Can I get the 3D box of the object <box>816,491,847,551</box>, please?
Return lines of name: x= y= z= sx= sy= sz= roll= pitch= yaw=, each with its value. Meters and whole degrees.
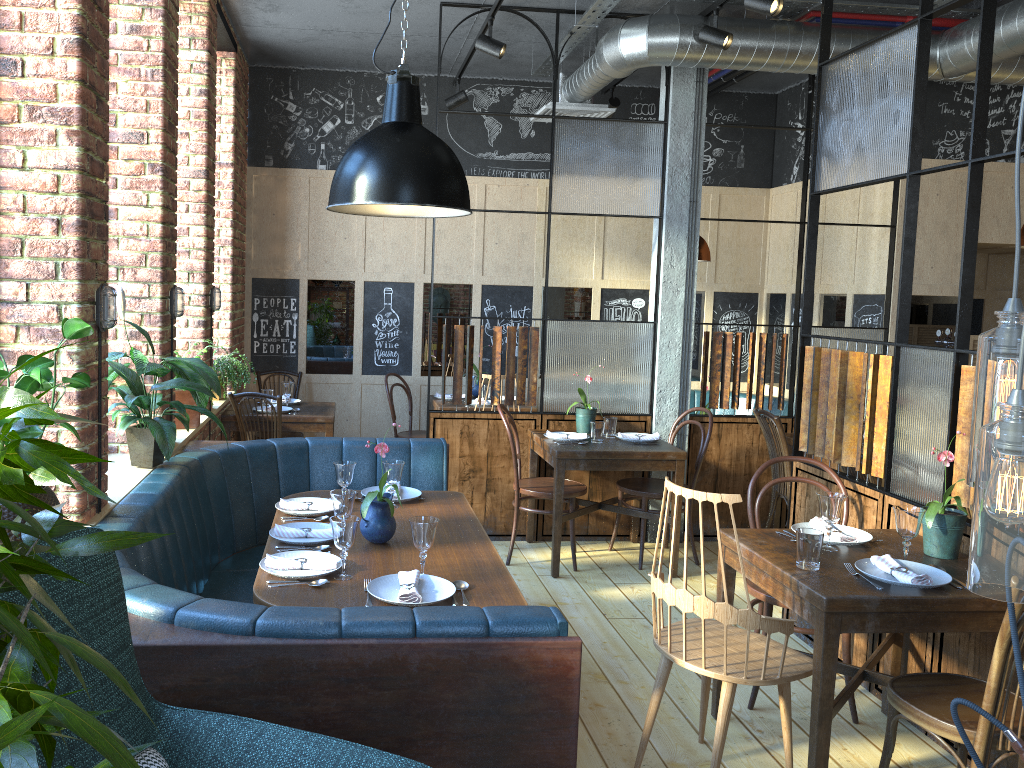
object: x=1.102 y=0.477 z=3.057 sx=0.103 sy=0.191 sz=0.094 roll=6 pitch=6 yaw=39

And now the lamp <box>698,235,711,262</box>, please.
lamp: x=1.276 y=-1.554 z=6.329 sx=0.352 sy=1.332 sz=0.385 roll=-1 pitch=6 yaw=-36

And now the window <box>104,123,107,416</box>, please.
window: x=-0.460 y=-0.641 z=1.920 sx=3.279 sy=2.425 sz=8.955 roll=-3 pitch=7 yaw=-42

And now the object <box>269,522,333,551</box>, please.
object: x=-0.753 y=0.543 z=3.221 sx=0.268 sy=0.051 sz=0.328 roll=1 pitch=6 yaw=-5

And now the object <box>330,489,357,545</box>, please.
object: x=-0.607 y=0.482 z=3.165 sx=0.102 sy=0.191 sz=0.095 roll=4 pitch=5 yaw=21

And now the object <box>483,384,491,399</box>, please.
object: x=-0.202 y=0.061 z=7.109 sx=0.082 sy=0.119 sz=0.087 roll=0 pitch=5 yaw=-19

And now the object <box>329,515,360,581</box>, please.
object: x=-0.534 y=0.521 z=2.800 sx=0.102 sy=0.191 sz=0.095 roll=4 pitch=5 yaw=21

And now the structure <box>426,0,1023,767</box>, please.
structure: x=3.514 y=-0.380 z=3.918 sx=5.827 sy=3.320 sz=6.062 roll=-1 pitch=6 yaw=-25

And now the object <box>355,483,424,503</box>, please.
object: x=-0.552 y=0.479 z=3.908 sx=0.323 sy=0.051 sz=0.271 roll=1 pitch=6 yaw=-4

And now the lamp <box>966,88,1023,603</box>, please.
lamp: x=0.907 y=-0.776 z=1.079 sx=0.517 sy=2.115 sz=0.281 roll=4 pitch=5 yaw=17

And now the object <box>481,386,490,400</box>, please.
object: x=-0.214 y=0.083 z=6.897 sx=0.082 sy=0.119 sz=0.087 roll=0 pitch=5 yaw=-19

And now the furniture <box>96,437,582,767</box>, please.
furniture: x=-0.771 y=0.811 z=3.284 sx=1.349 sy=0.820 sz=2.650 roll=1 pitch=6 yaw=-10

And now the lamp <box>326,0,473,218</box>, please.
lamp: x=-0.380 y=-1.280 z=3.128 sx=0.538 sy=1.324 sz=0.521 roll=3 pitch=5 yaw=9

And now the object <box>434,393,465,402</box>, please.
object: x=-0.486 y=0.097 z=7.016 sx=0.266 sy=0.051 sz=0.330 roll=1 pitch=6 yaw=-10

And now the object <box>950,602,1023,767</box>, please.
object: x=0.839 y=0.605 z=1.372 sx=0.165 sy=0.703 sz=0.267 roll=1 pitch=5 yaw=-18

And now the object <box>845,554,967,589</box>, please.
object: x=1.238 y=0.583 z=2.755 sx=0.323 sy=0.051 sz=0.271 roll=1 pitch=6 yaw=-4

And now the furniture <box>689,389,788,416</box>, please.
furniture: x=1.493 y=0.519 z=6.798 sx=1.475 sy=0.820 sz=1.463 roll=1 pitch=6 yaw=-8

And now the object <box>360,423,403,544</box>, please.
object: x=-0.480 y=0.365 z=3.185 sx=0.139 sy=0.430 sz=0.214 roll=3 pitch=5 yaw=9

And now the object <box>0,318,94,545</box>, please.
object: x=-1.315 y=0.154 z=2.307 sx=0.396 sy=0.662 sz=0.500 roll=3 pitch=5 yaw=15

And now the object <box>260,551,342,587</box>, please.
object: x=-0.683 y=0.583 z=2.854 sx=0.268 sy=0.051 sz=0.328 roll=1 pitch=6 yaw=-5

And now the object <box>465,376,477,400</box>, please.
object: x=-0.327 y=0.034 z=6.987 sx=0.094 sy=0.191 sz=0.103 roll=-2 pitch=6 yaw=-37

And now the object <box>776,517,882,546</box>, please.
object: x=1.142 y=0.535 z=3.196 sx=0.323 sy=0.051 sz=0.271 roll=1 pitch=6 yaw=-4

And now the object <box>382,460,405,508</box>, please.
object: x=-0.505 y=0.426 z=3.743 sx=0.102 sy=0.191 sz=0.095 roll=4 pitch=5 yaw=21

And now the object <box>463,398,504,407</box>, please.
object: x=-0.209 y=0.136 z=6.712 sx=0.323 sy=0.051 sz=0.271 roll=1 pitch=6 yaw=-4

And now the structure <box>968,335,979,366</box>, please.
structure: x=4.974 y=0.414 z=4.044 sx=1.215 sy=0.992 sz=5.227 roll=-2 pitch=7 yaw=-34

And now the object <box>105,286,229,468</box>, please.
object: x=-1.467 y=-0.031 z=3.565 sx=0.600 sy=0.750 sz=0.744 roll=1 pitch=5 yaw=-10

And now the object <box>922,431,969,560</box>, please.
object: x=1.475 y=0.378 z=2.996 sx=0.144 sy=0.426 sz=0.201 roll=4 pitch=5 yaw=25

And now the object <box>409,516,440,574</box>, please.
object: x=-0.284 y=0.527 z=2.815 sx=0.102 sy=0.191 sz=0.095 roll=4 pitch=5 yaw=21

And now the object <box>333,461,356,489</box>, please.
object: x=-0.704 y=0.425 z=3.696 sx=0.102 sy=0.191 sz=0.095 roll=4 pitch=5 yaw=21

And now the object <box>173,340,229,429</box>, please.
object: x=-1.782 y=-0.011 z=4.690 sx=0.430 sy=0.482 sz=0.451 roll=3 pitch=5 yaw=13

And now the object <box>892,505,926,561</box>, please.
object: x=1.292 y=0.501 z=2.882 sx=0.094 sy=0.191 sz=0.103 roll=-1 pitch=6 yaw=-33

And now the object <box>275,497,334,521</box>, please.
object: x=-0.838 y=0.500 z=3.619 sx=0.268 sy=0.051 sz=0.328 roll=1 pitch=6 yaw=-5

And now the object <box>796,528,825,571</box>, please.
object: x=0.955 y=0.532 z=2.833 sx=0.082 sy=0.119 sz=0.087 roll=0 pitch=5 yaw=-19

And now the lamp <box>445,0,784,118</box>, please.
lamp: x=3.226 y=-1.738 z=3.483 sx=6.193 sy=0.273 sz=7.328 roll=1 pitch=6 yaw=-9

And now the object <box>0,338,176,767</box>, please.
object: x=-0.537 y=0.737 z=0.649 sx=0.697 sy=1.525 sz=0.894 roll=-1 pitch=6 yaw=-30

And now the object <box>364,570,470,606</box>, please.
object: x=-0.286 y=0.614 z=2.663 sx=0.323 sy=0.051 sz=0.271 roll=1 pitch=6 yaw=-4

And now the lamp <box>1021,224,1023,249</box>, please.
lamp: x=2.450 y=-1.262 z=3.805 sx=0.352 sy=1.332 sz=0.385 roll=-1 pitch=6 yaw=-36
